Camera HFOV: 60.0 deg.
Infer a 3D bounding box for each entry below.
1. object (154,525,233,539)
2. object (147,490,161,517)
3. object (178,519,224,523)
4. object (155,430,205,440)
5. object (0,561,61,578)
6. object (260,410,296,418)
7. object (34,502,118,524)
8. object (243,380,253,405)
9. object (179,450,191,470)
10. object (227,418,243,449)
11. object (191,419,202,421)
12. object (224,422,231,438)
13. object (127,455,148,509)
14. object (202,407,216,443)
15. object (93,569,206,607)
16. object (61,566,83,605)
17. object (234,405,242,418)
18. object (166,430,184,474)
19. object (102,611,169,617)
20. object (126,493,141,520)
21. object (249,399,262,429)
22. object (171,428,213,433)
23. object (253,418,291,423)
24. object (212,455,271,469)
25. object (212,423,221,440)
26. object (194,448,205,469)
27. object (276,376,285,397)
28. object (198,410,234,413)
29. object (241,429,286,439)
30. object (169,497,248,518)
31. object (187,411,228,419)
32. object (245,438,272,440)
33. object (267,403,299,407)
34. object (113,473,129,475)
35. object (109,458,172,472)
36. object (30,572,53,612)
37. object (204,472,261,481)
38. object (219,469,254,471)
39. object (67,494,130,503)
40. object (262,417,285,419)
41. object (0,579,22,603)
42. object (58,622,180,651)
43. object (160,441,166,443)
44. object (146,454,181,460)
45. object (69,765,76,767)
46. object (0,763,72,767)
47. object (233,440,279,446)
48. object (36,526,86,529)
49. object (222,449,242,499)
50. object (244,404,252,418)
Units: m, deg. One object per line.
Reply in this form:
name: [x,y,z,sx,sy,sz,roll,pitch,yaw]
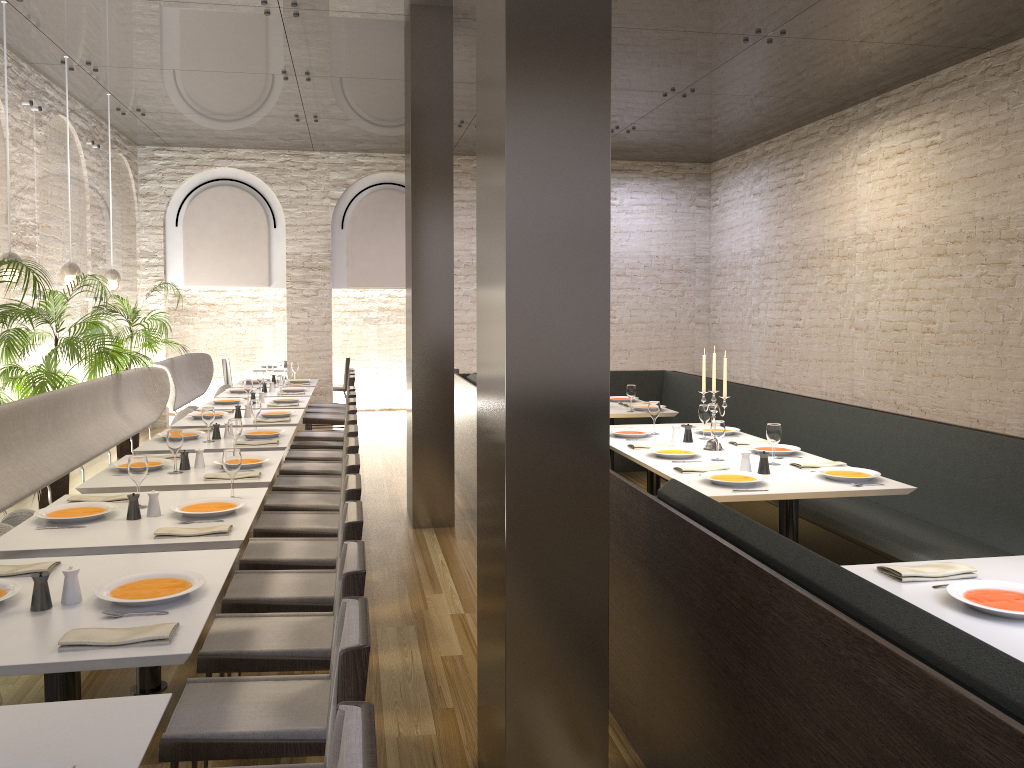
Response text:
object: [-1.252,0.579,3.493,0.273,0.033,0.143,-1,5,-10]
object: [-1.531,0.508,3.786,0.059,0.109,0.059,0,3,-2]
object: [-1.287,0.565,3.666,0.181,0.015,0.038,-1,5,-9]
object: [-2.259,0.356,6.039,0.322,0.036,0.322,-3,6,-32]
object: [-1.685,0.623,2.979,0.273,0.033,0.143,-1,5,-10]
object: [-1.938,0.250,7.284,0.322,0.036,0.322,-3,6,-32]
object: [-1.844,0.550,3.753,0.322,0.036,0.322,2,5,25]
object: [-2.426,0.077,8.149,0.086,0.230,0.086,1,3,20]
object: [-1.799,0.416,4.872,0.059,0.109,0.059,-1,3,-19]
object: [-1.642,0.323,5.256,0.086,0.230,0.086,0,3,-4]
object: [-2.439,0.284,7.009,0.185,0.010,0.017,-1,4,-10]
object: [-1.945,0.314,6.072,0.059,0.109,0.059,-1,3,-19]
object: [-1.662,0.435,3.941,0.086,0.230,0.086,2,3,32]
object: [-2.014,0.270,5.882,0.086,0.230,0.086,2,3,32]
object: [-1.113,0.637,2.733,0.322,0.036,0.322,-3,6,-32]
object: [-1.329,0.603,2.672,0.059,0.109,0.059,-1,3,-19]
object: [-2.215,0.221,7.165,0.059,0.109,0.059,-1,3,-19]
object: [-1.812,0.365,4.765,0.086,0.230,0.086,2,4,38]
object: [-1.085,0.660,2.552,0.181,0.015,0.038,-1,5,-9]
object: [-1.592,0.513,3.728,0.059,0.109,0.059,0,3,-2]
object: [-1.845,0.228,6.373,0.086,0.230,0.086,2,3,32]
object: [-2.302,0.334,6.379,0.273,0.033,0.143,-1,5,-10]
object: [-1.876,0.287,6.931,0.273,0.033,0.143,-1,5,-10]
object: [-1.523,0.445,4.991,0.322,0.036,0.322,-3,5,-28]
object: [-2.006,0.318,6.014,0.059,0.109,0.059,-1,3,-19]
object: [-1.738,0.411,4.930,0.059,0.109,0.059,-1,3,-19]
object: [-2.256,0.035,8.641,0.086,0.230,0.086,1,3,20]
object: [-2.511,0.236,7.530,0.273,0.033,0.143,-1,5,-10]
object: [-1.729,0.348,6.133,0.322,0.036,0.322,-3,6,-32]
object: [-1.315,0.542,3.847,0.322,0.036,0.322,2,5,25]
object: [-2.468,0.258,7.190,0.322,0.036,0.322,-3,6,-32]
object: [-1.702,0.371,5.952,0.181,0.015,0.038,-1,5,-9]
object: [-2.075,0.193,8.030,0.273,0.033,0.143,-1,5,-10]
object: [-2.023,0.479,4.716,0.185,0.010,0.017,-1,4,-10]
object: [-2.052,0.453,4.897,0.322,0.036,0.322,-3,5,-28]
object: [-1.390,0.608,2.614,0.059,0.109,0.059,-1,3,-19]
object: [-1.460,0.482,4.637,0.273,0.033,0.143,-1,5,-10]
object: [-1.495,0.468,4.810,0.181,0.015,0.038,-1,5,-9]
object: [-1.887,0.528,4.093,0.273,0.033,0.143,-1,5,-10]
object: [-1.911,0.273,7.103,0.181,0.015,0.038,-1,5,-9]
object: [-1.642,0.645,2.639,0.322,0.036,0.322,-3,6,-32]
object: [-1.050,0.674,2.380,0.273,0.033,0.143,-1,5,-10]
object: [-2.230,0.381,5.858,0.185,0.010,0.017,-1,4,-10]
object: [-2.095,0.431,5.237,0.273,0.033,0.143,-1,5,-10]
object: [-0.926,0.737,1.677,0.185,0.010,0.017,-1,4,-10]
object: [-0.890,0.741,1.503,0.322,0.036,0.322,-3,6,-32]
object: [-1.667,0.385,5.779,0.273,0.033,0.143,-1,5,-10]
object: [-1.816,0.576,3.572,0.185,0.010,0.017,-1,4,-10]
object: [-1.299,0.420,4.112,0.086,0.230,0.086,2,3,32]
object: [-2.154,0.216,7.223,0.059,0.109,0.059,-1,3,-19]
